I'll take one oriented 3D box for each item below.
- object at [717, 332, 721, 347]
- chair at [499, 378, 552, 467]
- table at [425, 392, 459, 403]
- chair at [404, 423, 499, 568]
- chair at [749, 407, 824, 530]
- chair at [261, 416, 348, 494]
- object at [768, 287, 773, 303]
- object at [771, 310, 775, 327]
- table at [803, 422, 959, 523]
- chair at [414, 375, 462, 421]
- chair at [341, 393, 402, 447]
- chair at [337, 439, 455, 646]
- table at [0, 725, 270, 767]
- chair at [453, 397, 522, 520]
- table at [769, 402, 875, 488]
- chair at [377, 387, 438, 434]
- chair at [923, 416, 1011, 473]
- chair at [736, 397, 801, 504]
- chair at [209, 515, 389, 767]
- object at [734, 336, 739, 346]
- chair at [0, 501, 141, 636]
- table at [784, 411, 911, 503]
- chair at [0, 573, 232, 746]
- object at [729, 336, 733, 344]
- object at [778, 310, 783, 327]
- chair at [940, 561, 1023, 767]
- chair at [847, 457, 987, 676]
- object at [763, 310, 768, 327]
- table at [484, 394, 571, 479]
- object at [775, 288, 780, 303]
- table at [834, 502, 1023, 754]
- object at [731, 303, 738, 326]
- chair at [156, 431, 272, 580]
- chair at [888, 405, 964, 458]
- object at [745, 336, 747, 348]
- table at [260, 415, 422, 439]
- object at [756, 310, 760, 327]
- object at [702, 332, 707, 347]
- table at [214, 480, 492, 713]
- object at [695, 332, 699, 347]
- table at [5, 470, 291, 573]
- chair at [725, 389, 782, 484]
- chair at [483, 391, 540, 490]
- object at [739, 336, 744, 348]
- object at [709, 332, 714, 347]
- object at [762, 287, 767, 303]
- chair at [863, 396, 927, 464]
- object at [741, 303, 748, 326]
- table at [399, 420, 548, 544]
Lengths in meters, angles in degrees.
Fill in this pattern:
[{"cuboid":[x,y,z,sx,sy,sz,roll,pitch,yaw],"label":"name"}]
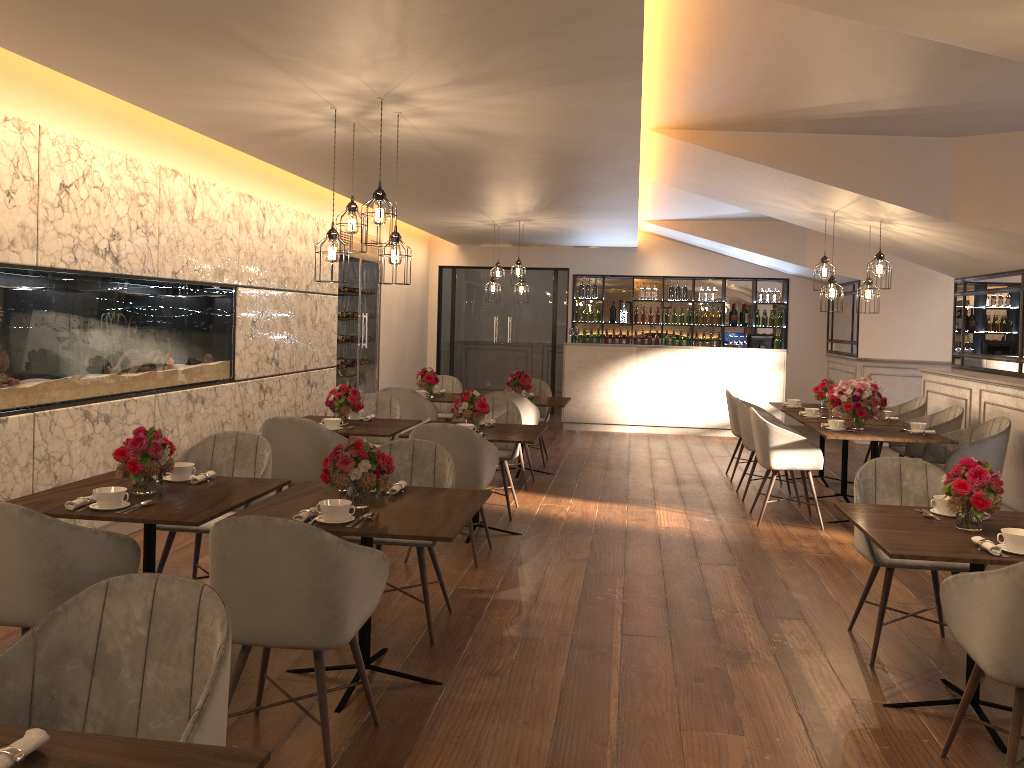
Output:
[{"cuboid":[3.209,-0.674,13.726,0.065,0.261,0.066,1,1,-14],"label":"object"},{"cuboid":[0.149,0.390,9.335,0.565,0.871,0.527,2,2,8],"label":"chair"},{"cuboid":[-0.857,0.479,8.798,0.896,0.720,0.898,2,3,8],"label":"table"},{"cuboid":[-0.391,0.651,5.568,0.565,0.871,0.527,2,2,8],"label":"chair"},{"cuboid":[2.092,0.625,6.809,0.526,0.871,0.566,2,2,8],"label":"chair"},{"cuboid":[-1.341,0.616,5.700,0.565,0.871,0.527,2,2,8],"label":"chair"},{"cuboid":[3.973,-1.364,13.581,0.070,0.235,0.041,2,1,7],"label":"object"},{"cuboid":[4.012,-1.007,13.610,0.065,0.261,0.066,1,1,-14],"label":"object"},{"cuboid":[2.760,0.722,6.756,0.896,0.720,0.898,2,3,8],"label":"table"},{"cuboid":[-0.801,0.356,9.467,0.565,0.871,0.527,2,2,8],"label":"chair"},{"cuboid":[-1.143,0.526,7.013,0.565,0.871,0.527,2,2,8],"label":"chair"},{"cuboid":[-0.548,0.737,4.328,0.565,0.871,0.527,2,2,8],"label":"chair"},{"cuboid":[-0.946,1.030,1.205,0.896,0.720,0.898,2,3,8],"label":"table"},{"cuboid":[-0.193,0.560,6.882,0.565,0.871,0.527,2,2,8],"label":"chair"},{"cuboid":[3.019,0.593,8.616,0.896,0.720,0.898,2,3,8],"label":"table"},{"cuboid":[-0.999,0.446,8.154,0.565,0.871,0.527,2,2,8],"label":"chair"},{"cuboid":[3.410,0.671,6.644,0.526,0.871,0.566,2,2,8],"label":"chair"},{"cuboid":[2.222,0.560,7.739,0.526,0.871,0.566,2,2,8],"label":"chair"},{"cuboid":[-0.746,0.827,3.015,0.565,0.871,0.527,2,2,8],"label":"chair"},{"cuboid":[3.470,-0.636,13.690,0.065,0.207,0.065,1,1,-37],"label":"object"},{"cuboid":[-1.696,0.793,3.147,0.565,0.871,0.527,2,2,8],"label":"chair"},{"cuboid":[2.890,0.657,7.686,0.896,0.720,0.898,2,3,8],"label":"table"},{"cuboid":[-0.890,0.907,1.874,0.565,0.871,0.527,2,2,8],"label":"chair"},{"cuboid":[3.393,-0.638,13.701,0.065,0.207,0.065,1,1,-37],"label":"object"},{"cuboid":[4.122,-1.003,13.595,0.065,0.261,0.066,1,1,-14],"label":"object"},{"cuboid":[1.720,0.906,2.821,0.565,0.871,0.527,2,2,8],"label":"chair"},{"cuboid":[1.872,0.814,4.140,0.565,0.871,0.527,2,2,8],"label":"chair"},{"cuboid":[3.903,-1.011,13.626,0.065,0.261,0.066,1,1,-14],"label":"object"},{"cuboid":[0.092,0.513,8.666,0.896,0.720,0.898,2,3,8],"label":"table"},{"cuboid":[4.073,-1.360,13.567,0.070,0.235,0.041,2,1,7],"label":"object"},{"cuboid":[1.815,0.937,3.472,0.896,0.720,0.898,2,3,8],"label":"table"},{"cuboid":[3.432,-1.075,13.668,0.104,0.359,0.104,1,1,-30],"label":"object"},{"cuboid":[-1.498,0.703,4.460,0.565,0.871,0.527,2,2,8],"label":"chair"},{"cuboid":[3.539,0.607,7.574,0.526,0.871,0.566,2,2,8],"label":"chair"},{"cuboid":[3.624,-0.630,13.669,0.065,0.207,0.065,1,1,-37],"label":"object"},{"cuboid":[-1.199,0.649,6.344,0.896,0.720,0.898,2,3,8],"label":"table"},{"cuboid":[3.794,-1.016,13.641,0.065,0.263,0.066,1,1,-14],"label":"object"},{"cuboid":[2.990,-0.682,13.756,0.065,0.261,0.066,1,1,-14],"label":"object"},{"cuboid":[-0.605,0.860,3.659,0.896,0.720,0.898,2,3,8],"label":"table"},{"cuboid":[2.881,-0.686,13.772,0.065,0.261,0.066,1,1,-14],"label":"object"},{"cuboid":[-1.555,0.825,3.791,0.896,0.720,0.898,2,3,8],"label":"table"},{"cuboid":[2.351,0.496,8.669,0.526,0.871,0.566,2,2,8],"label":"chair"},{"cuboid":[-0.049,0.481,8.022,0.565,0.871,0.527,2,2,8],"label":"chair"},{"cuboid":[3.547,-0.633,13.679,0.065,0.207,0.065,1,1,-37],"label":"object"},{"cuboid":[3.100,-0.678,13.741,0.065,0.261,0.066,1,1,-14],"label":"object"},{"cuboid":[3.874,-1.367,13.595,0.070,0.235,0.041,2,1,7],"label":"object"},{"cuboid":[3.669,0.542,8.504,0.526,0.871,0.566,2,2,8],"label":"chair"},{"cuboid":[3.586,-1.071,13.643,0.104,0.359,0.104,2,1,35],"label":"object"},{"cuboid":[-0.249,0.683,6.212,0.896,0.720,0.898,2,3,8],"label":"table"}]
